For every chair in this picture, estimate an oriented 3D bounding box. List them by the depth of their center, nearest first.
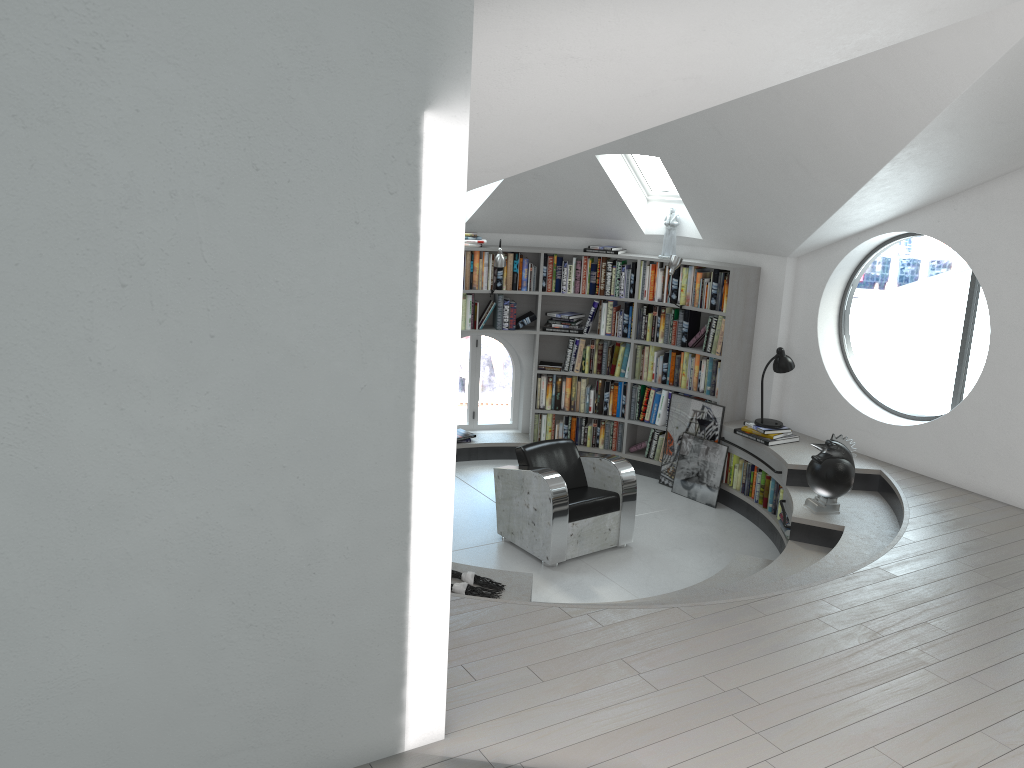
[{"bbox_3d":[0.393,0.855,6.738,0.824,0.715,0.744,-6,15,-36],"label":"chair"}]

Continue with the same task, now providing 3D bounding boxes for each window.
[{"bbox_3d":[3.180,-0.449,6.888,0.104,1.461,1.478,-4,14,-31],"label":"window"},{"bbox_3d":[-0.193,-1.887,7.258,4.059,0.709,1.942,-5,15,-31],"label":"window"},{"bbox_3d":[-1.184,0.096,8.143,0.619,1.144,3.238,14,17,43],"label":"window"}]

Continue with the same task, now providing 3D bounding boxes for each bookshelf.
[{"bbox_3d":[-0.282,-0.163,7.611,4.337,1.869,2.119,-5,15,-31],"label":"bookshelf"}]

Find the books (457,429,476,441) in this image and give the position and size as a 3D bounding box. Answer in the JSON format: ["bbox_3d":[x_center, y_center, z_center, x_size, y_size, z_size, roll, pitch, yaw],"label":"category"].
[{"bbox_3d":[-0.531,0.498,8.639,0.269,0.029,0.254,-8,17,-40],"label":"books"}]

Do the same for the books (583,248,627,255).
[{"bbox_3d":[0.882,-1.261,8.388,0.336,0.036,0.318,8,14,20],"label":"books"}]

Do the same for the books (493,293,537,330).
[{"bbox_3d":[0.037,-0.697,8.496,0.399,0.339,0.225,0,12,-11],"label":"books"}]

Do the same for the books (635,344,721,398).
[{"bbox_3d":[1.583,-0.141,8.122,1.024,0.346,0.276,15,17,42],"label":"books"}]

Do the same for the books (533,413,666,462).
[{"bbox_3d":[0.892,0.473,8.600,1.499,0.309,0.361,8,13,20],"label":"books"}]

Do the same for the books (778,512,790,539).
[{"bbox_3d":[2.107,1.108,6.461,0.240,0.167,0.669,5,13,9],"label":"books"}]

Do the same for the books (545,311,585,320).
[{"bbox_3d":[0.516,-0.669,8.573,0.286,0.031,0.270,13,17,37],"label":"books"}]

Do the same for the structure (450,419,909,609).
[{"bbox_3d":[0.389,0.890,6.615,4.712,0.689,4.735,6,14,13],"label":"structure"}]

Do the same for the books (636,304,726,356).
[{"bbox_3d":[1.593,-0.515,8.044,1.056,0.356,0.280,15,17,43],"label":"books"}]

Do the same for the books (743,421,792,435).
[{"bbox_3d":[2.121,0.358,7.367,0.269,0.031,0.287,-2,14,-21],"label":"books"}]

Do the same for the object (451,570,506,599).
[{"bbox_3d":[-0.268,1.085,4.814,0.473,0.081,0.219,8,14,21],"label":"object"}]

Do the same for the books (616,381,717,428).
[{"bbox_3d":[1.503,0.219,8.233,1.188,0.357,0.304,14,16,38],"label":"books"}]

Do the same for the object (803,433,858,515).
[{"bbox_3d":[2.233,0.618,6.212,0.321,0.559,0.321,10,14,31],"label":"object"}]

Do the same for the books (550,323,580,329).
[{"bbox_3d":[0.511,-0.578,8.592,0.286,0.031,0.271,4,13,3],"label":"books"}]

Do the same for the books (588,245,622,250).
[{"bbox_3d":[0.883,-1.288,8.382,0.248,0.027,0.234,11,15,30],"label":"books"}]

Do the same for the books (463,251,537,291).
[{"bbox_3d":[-0.487,-1.059,8.216,1.566,0.365,0.396,-3,14,-26],"label":"books"}]

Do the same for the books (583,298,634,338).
[{"bbox_3d":[0.966,-0.641,8.446,0.553,0.349,0.257,6,13,14],"label":"books"}]

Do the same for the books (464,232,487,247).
[{"bbox_3d":[-1.173,-1.177,7.262,0.749,0.172,2.826,10,15,28],"label":"books"}]

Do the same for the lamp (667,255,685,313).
[{"bbox_3d":[1.473,-0.874,7.799,0.276,0.522,0.113,-7,16,-40],"label":"lamp"}]

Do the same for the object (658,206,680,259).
[{"bbox_3d":[1.434,-1.370,8.025,0.179,0.470,0.180,-2,13,-22],"label":"object"}]

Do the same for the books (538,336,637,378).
[{"bbox_3d":[0.749,-0.283,8.534,0.974,0.350,0.253,5,12,11],"label":"books"}]

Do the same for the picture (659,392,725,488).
[{"bbox_3d":[1.603,0.556,7.940,0.090,0.858,0.581,-7,16,-41],"label":"picture"}]

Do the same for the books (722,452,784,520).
[{"bbox_3d":[2.085,0.824,7.377,0.272,0.296,1.154,-1,14,-17],"label":"books"}]

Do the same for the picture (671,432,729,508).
[{"bbox_3d":[1.649,0.754,7.801,0.107,0.552,0.491,-7,16,-40],"label":"picture"}]

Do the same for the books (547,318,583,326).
[{"bbox_3d":[0.513,-0.608,8.586,0.286,0.031,0.270,7,14,18],"label":"books"}]

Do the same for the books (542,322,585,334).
[{"bbox_3d":[0.510,-0.546,8.598,0.388,0.042,0.367,5,13,8],"label":"books"}]

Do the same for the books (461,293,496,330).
[{"bbox_3d":[-1.105,-0.565,7.695,0.592,0.369,2.536,13,17,38],"label":"books"}]

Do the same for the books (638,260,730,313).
[{"bbox_3d":[1.606,-0.891,7.976,1.017,0.360,0.293,14,16,40],"label":"books"}]

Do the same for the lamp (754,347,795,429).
[{"bbox_3d":[2.173,0.022,7.311,0.322,0.656,0.235,0,12,-16],"label":"lamp"}]

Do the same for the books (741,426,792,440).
[{"bbox_3d":[2.120,0.389,7.373,0.287,0.034,0.306,-8,17,-40],"label":"books"}]

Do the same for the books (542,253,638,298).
[{"bbox_3d":[0.726,-1.041,8.405,0.970,0.365,0.307,6,13,11],"label":"books"}]

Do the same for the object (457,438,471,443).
[{"bbox_3d":[-0.533,0.527,8.646,0.226,0.036,0.215,0,14,-15],"label":"object"}]

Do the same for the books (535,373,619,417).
[{"bbox_3d":[0.648,0.078,8.636,0.872,0.348,0.273,5,12,10],"label":"books"}]

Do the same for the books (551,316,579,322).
[{"bbox_3d":[0.515,-0.638,8.579,0.227,0.036,0.214,7,14,18],"label":"books"}]

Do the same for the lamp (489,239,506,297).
[{"bbox_3d":[-0.161,-1.050,8.098,0.113,0.563,0.359,-2,13,-24],"label":"lamp"}]

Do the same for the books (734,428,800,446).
[{"bbox_3d":[2.118,0.425,7.380,0.366,0.042,0.390,-5,15,-31],"label":"books"}]
